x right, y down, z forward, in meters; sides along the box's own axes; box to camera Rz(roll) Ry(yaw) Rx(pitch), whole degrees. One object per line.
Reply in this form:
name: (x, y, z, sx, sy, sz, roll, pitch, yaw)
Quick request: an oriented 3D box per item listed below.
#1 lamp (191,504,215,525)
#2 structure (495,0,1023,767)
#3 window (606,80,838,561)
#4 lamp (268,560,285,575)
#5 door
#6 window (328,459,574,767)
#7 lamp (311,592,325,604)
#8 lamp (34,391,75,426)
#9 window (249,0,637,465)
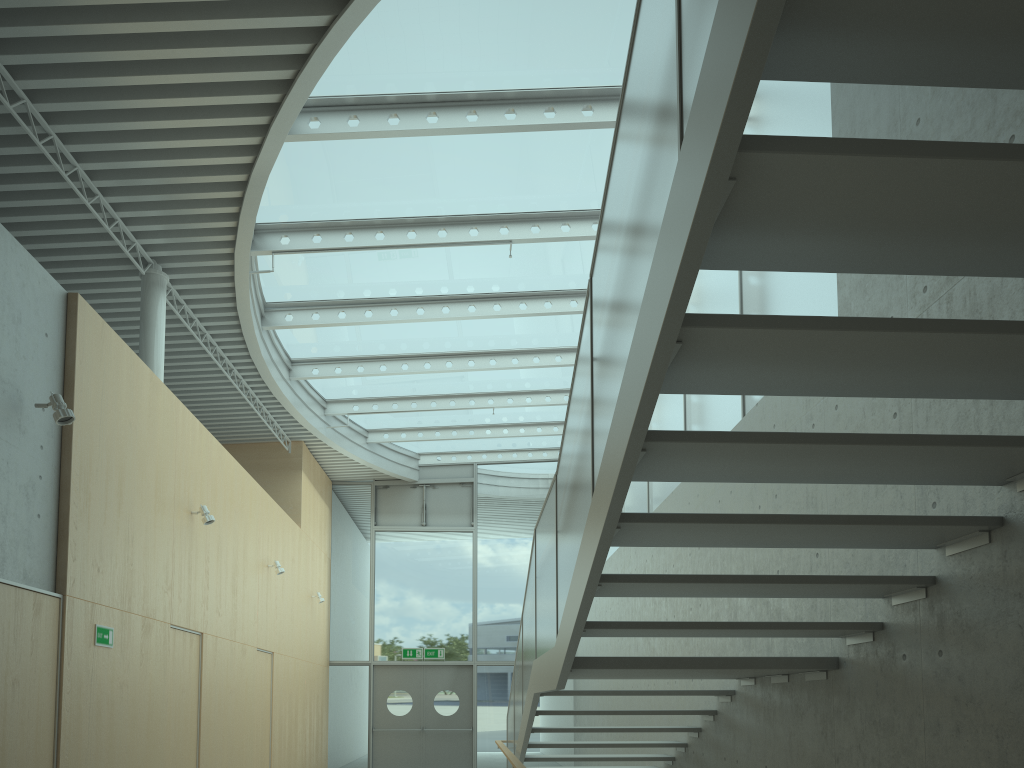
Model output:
lamp: (-2.958, 1.248, 8.125, 0.234, 0.190, 0.146, 6, -12, -22)
structure: (1.044, 1.376, 5.059, 1.886, 4.035, 13.325, 0, -19, -3)
window: (1.522, 0.673, 11.177, 0.030, 2.631, 16.539, 0, -20, -3)
lamp: (-3.121, 2.426, 11.238, 0.234, 0.190, 0.146, 6, -12, -22)
door: (-1.708, 6.432, 16.286, 1.922, 2.045, 0.180, 1, -5, -3)
window: (-1.135, 4.478, 16.487, 4.858, 6.101, 0.113, 0, -5, -3)
lamp: (-3.285, 3.613, 14.371, 0.234, 0.190, 0.146, 6, -12, -22)
lamp: (-2.807, 0.146, 5.215, 0.234, 0.190, 0.146, 6, -12, -22)
window: (-0.647, 2.147, 10.939, 4.785, 6.010, 16.722, 0, -19, -3)
